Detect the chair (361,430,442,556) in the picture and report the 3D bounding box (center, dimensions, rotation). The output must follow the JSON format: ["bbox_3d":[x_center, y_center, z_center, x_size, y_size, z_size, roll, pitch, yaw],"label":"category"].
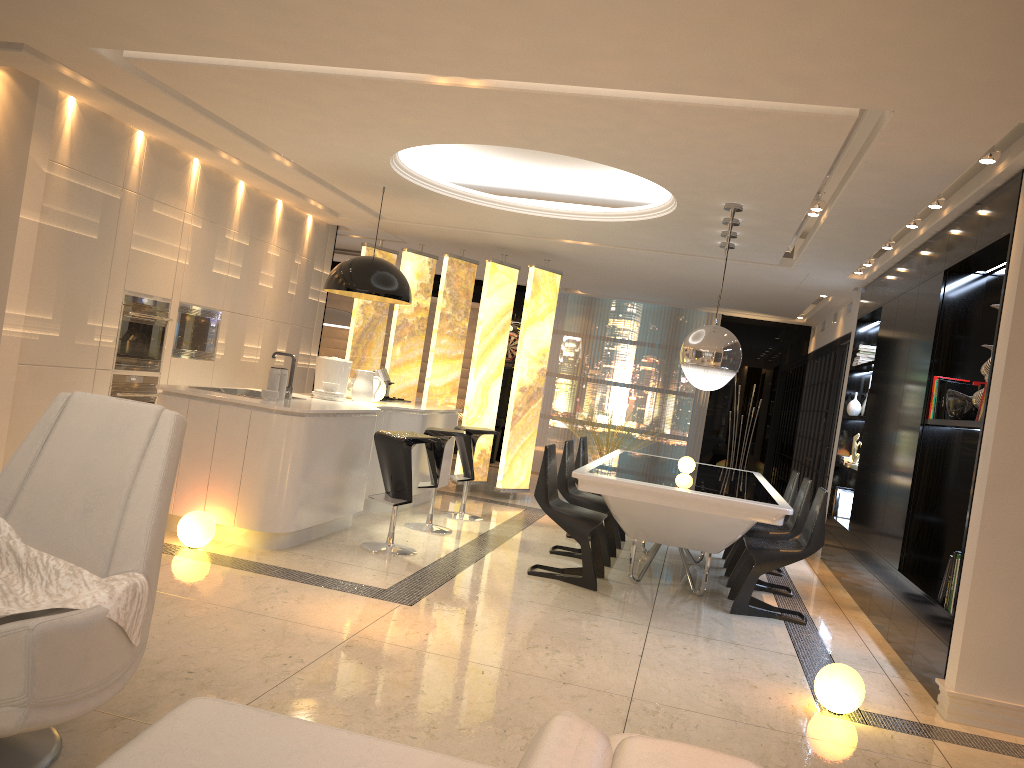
[{"bbox_3d":[-0.765,0.718,5.938,0.380,0.789,0.380,9,0,45],"label":"chair"}]

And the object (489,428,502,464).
[{"bbox_3d":[-0.344,0.894,12.882,0.261,0.508,0.325,9,0,12],"label":"object"}]

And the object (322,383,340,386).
[{"bbox_3d":[-1.389,0.024,6.780,0.138,0.051,0.138,9,0,-30],"label":"object"}]

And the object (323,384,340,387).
[{"bbox_3d":[-1.389,0.030,6.780,0.138,0.051,0.138,9,0,-30],"label":"object"}]

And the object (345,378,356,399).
[{"bbox_3d":[-1.388,0.031,7.413,0.211,0.174,0.211,9,0,-31],"label":"object"}]

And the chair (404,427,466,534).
[{"bbox_3d":[-0.594,0.740,6.927,0.380,0.789,0.380,9,0,-5],"label":"chair"}]

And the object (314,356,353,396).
[{"bbox_3d":[-1.441,-0.054,7.098,0.288,0.330,0.288,9,0,30],"label":"object"}]

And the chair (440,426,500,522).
[{"bbox_3d":[-0.382,0.768,7.733,0.380,0.789,0.380,9,0,-20],"label":"chair"}]

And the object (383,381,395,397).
[{"bbox_3d":[-1.264,0.035,8.275,0.253,0.147,0.266,8,0,-35],"label":"object"}]

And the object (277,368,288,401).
[{"bbox_3d":[-1.518,-0.005,5.831,0.071,0.219,0.071,9,0,-11],"label":"object"}]

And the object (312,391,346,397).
[{"bbox_3d":[-1.399,0.091,6.780,0.264,0.033,0.264,9,0,-19],"label":"object"}]

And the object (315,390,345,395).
[{"bbox_3d":[-1.396,0.071,6.780,0.229,0.016,0.229,9,0,42],"label":"object"}]

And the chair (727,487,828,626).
[{"bbox_3d":[1.718,1.063,5.742,0.496,0.858,0.523,9,0,12],"label":"chair"}]

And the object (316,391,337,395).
[{"bbox_3d":[-1.397,0.076,6.780,0.229,0.016,0.229,9,0,42],"label":"object"}]

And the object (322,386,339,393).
[{"bbox_3d":[-1.392,0.047,6.780,0.138,0.051,0.138,9,0,-30],"label":"object"}]

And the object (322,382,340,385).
[{"bbox_3d":[-1.388,0.019,6.780,0.138,0.051,0.138,9,0,-30],"label":"object"}]

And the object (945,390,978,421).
[{"bbox_3d":[2.551,0.133,5.004,0.193,0.177,0.375,9,0,13],"label":"object"}]

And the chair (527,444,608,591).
[{"bbox_3d":[0.412,0.863,5.900,0.496,0.858,0.523,9,0,12],"label":"chair"}]

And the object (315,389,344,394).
[{"bbox_3d":[-1.396,0.066,6.780,0.229,0.016,0.229,9,0,42],"label":"object"}]

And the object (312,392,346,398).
[{"bbox_3d":[-1.400,0.097,6.780,0.264,0.033,0.264,9,0,-19],"label":"object"}]

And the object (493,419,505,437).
[{"bbox_3d":[-0.287,0.651,12.973,0.330,0.297,0.032,9,0,12],"label":"object"}]

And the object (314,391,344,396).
[{"bbox_3d":[-1.398,0.080,6.780,0.229,0.016,0.229,9,0,42],"label":"object"}]

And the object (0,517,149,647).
[{"bbox_3d":[-1.700,0.688,2.547,0.972,0.580,1.347,8,0,-41],"label":"object"}]

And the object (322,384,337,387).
[{"bbox_3d":[-1.390,0.036,6.780,0.138,0.051,0.138,9,0,-30],"label":"object"}]

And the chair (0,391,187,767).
[{"bbox_3d":[-1.459,0.525,2.555,1.027,0.991,0.983,9,0,11],"label":"chair"}]

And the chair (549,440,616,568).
[{"bbox_3d":[0.592,0.887,6.748,0.496,0.858,0.523,9,0,12],"label":"chair"}]

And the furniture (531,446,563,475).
[{"bbox_3d":[0.444,1.089,12.798,0.735,0.357,0.735,9,0,14],"label":"furniture"}]

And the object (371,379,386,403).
[{"bbox_3d":[-1.164,0.045,7.437,0.212,0.214,0.213,9,0,-27],"label":"object"}]

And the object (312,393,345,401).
[{"bbox_3d":[-1.401,0.104,6.780,0.264,0.033,0.264,9,0,-19],"label":"object"}]

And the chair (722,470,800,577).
[{"bbox_3d":[2.063,1.109,7.361,0.496,0.858,0.523,9,0,12],"label":"chair"}]

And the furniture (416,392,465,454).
[{"bbox_3d":[-1.227,0.600,14.143,1.312,0.810,1.107,9,0,12],"label":"furniture"}]

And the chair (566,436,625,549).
[{"bbox_3d":[0.769,0.910,7.578,0.496,0.858,0.523,9,0,12],"label":"chair"}]

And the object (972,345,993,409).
[{"bbox_3d":[2.539,0.006,4.738,0.121,0.416,0.121,9,0,7],"label":"object"}]

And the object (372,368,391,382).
[{"bbox_3d":[-1.259,-0.052,8.273,0.256,0.212,0.249,8,0,-42],"label":"object"}]

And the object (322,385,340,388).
[{"bbox_3d":[-1.391,0.041,6.780,0.138,0.051,0.138,9,0,-30],"label":"object"}]

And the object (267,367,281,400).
[{"bbox_3d":[-1.540,-0.008,5.727,0.071,0.219,0.071,9,0,3],"label":"object"}]

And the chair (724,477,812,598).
[{"bbox_3d":[1.895,1.087,6.573,0.496,0.858,0.523,9,0,12],"label":"chair"}]

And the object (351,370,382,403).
[{"bbox_3d":[-1.193,0.021,7.212,0.211,0.254,0.183,9,0,-26],"label":"object"}]

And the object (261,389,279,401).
[{"bbox_3d":[-1.540,0.072,5.638,0.111,0.062,0.111,9,0,33],"label":"object"}]
